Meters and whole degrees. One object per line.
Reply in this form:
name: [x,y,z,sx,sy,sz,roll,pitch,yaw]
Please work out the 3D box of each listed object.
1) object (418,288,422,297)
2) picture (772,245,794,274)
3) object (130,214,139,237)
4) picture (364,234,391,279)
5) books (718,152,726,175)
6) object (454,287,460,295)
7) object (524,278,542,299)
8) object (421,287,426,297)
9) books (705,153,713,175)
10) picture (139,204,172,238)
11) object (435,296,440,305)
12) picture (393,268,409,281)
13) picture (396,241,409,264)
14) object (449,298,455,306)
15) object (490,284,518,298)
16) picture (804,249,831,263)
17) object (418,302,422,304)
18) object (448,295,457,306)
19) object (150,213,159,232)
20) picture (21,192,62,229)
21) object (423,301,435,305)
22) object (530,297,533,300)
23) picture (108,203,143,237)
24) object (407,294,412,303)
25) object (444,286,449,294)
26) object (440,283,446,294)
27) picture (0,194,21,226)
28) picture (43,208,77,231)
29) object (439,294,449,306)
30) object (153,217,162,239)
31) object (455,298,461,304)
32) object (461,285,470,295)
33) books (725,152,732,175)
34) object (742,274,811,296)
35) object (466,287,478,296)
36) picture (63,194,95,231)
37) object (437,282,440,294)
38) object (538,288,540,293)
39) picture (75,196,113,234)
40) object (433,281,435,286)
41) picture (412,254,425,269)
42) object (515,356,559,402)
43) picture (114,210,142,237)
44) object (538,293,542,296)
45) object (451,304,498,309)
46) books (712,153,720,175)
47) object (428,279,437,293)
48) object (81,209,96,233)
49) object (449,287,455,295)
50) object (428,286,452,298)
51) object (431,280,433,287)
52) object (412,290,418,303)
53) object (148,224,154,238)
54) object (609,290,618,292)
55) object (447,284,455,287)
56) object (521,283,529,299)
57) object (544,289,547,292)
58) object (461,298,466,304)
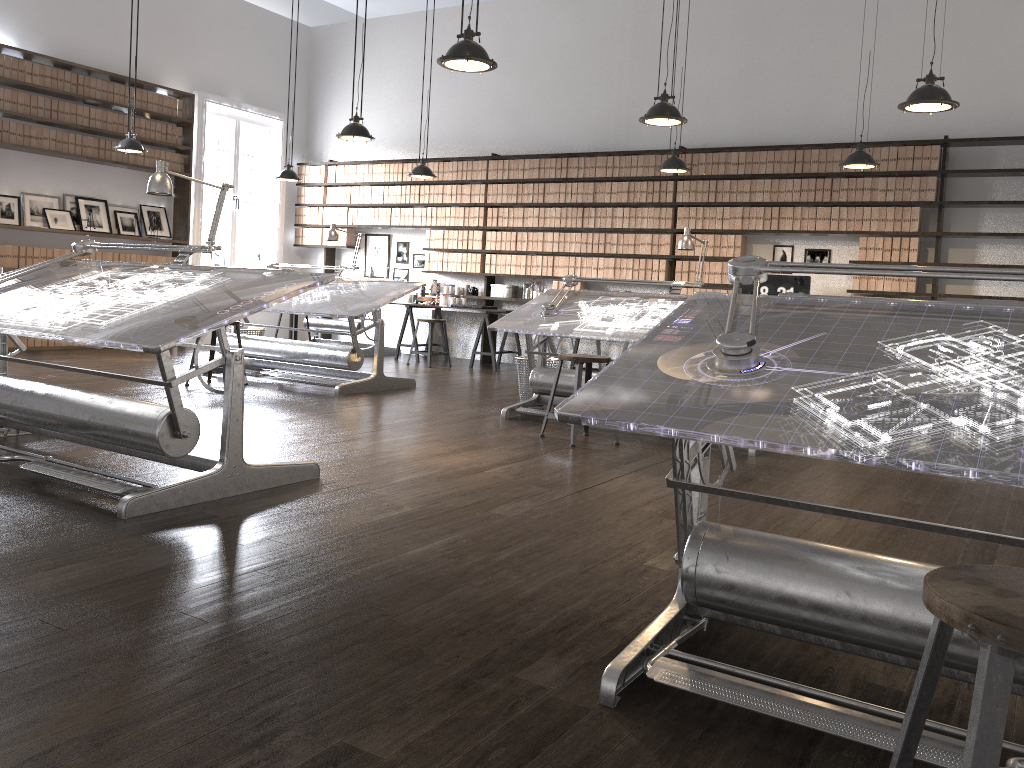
object: [-1.130,-1.092,10.717,0.069,0.237,0.068,5,4,28]
picture: [2.709,-1.246,8.857,0.202,0.284,0.022,6,4,31]
object: [-4.283,-1.798,10.063,0.040,0.259,0.124,5,4,31]
picture: [-1.766,-1.674,11.593,0.416,0.573,0.040,6,4,31]
books: [2.156,-2.220,8.979,0.067,0.225,0.175,5,5,31]
object: [-0.666,-1.128,10.737,0.062,0.094,0.062,4,4,17]
object: [0.236,-1.111,10.224,0.181,0.271,0.157,4,4,16]
object: [-1.085,-1.093,10.789,0.069,0.229,0.068,5,4,28]
books: [2.042,-2.235,9.056,0.067,0.225,0.174,5,5,31]
picture: [-4.204,-1.920,10.451,0.161,0.363,0.343,5,5,31]
object: [-0.886,-0.993,10.530,0.050,0.111,0.049,5,4,28]
picture: [-1.428,-1.398,11.401,0.251,0.183,0.023,6,4,31]
picture: [-1.402,-1.689,11.381,0.202,0.284,0.022,6,4,31]
object: [-0.708,-0.973,10.483,0.062,0.094,0.062,2,4,-18]
object: [-0.092,-1.090,10.415,0.317,0.152,0.193,7,6,31]
picture: [2.994,-1.232,8.681,0.251,0.183,0.023,6,4,31]
object: [-1.080,-0.954,10.463,0.011,0.017,0.172,1,6,-27]
object: [-0.711,-0.998,10.594,0.095,0.128,0.094,6,5,35]
object: [-4.157,-1.836,10.281,0.040,0.303,0.118,5,4,31]
picture: [-4.939,-1.810,9.314,0.083,0.364,0.416,5,5,31]
object: [-0.981,-0.954,10.413,0.132,0.050,0.198,0,7,-29]
object: [0.344,-0.869,9.790,0.204,0.160,0.284,6,6,31]
picture: [-4.432,-1.865,10.140,0.095,0.360,0.434,5,5,31]
object: [-1.237,-1.029,10.685,0.068,0.104,0.068,6,5,36]
object: [-0.797,-1.139,10.775,0.062,0.094,0.062,4,4,17]
object: [-0.851,-1.177,10.892,0.070,0.130,0.070,2,4,-21]
picture: [-5.142,-1.766,9.023,0.058,0.314,0.267,5,5,31]
picture: [-4.801,-1.741,9.404,0.145,0.228,0.300,6,5,31]
object: [-0.808,-1.002,10.528,0.105,0.141,0.104,5,4,24]
object: [-4.145,-1.822,10.356,0.040,0.261,0.110,5,4,31]
object: [-0.639,-0.969,10.491,0.062,0.093,0.063,3,4,-9]
object: [-0.563,-1.119,10.695,0.107,0.161,0.237,3,5,-3]
books: [2.216,-2.214,8.948,0.067,0.225,0.175,5,5,31]
object: [2.526,-0.785,8.484,0.644,0.516,0.204,6,4,31]
object: [-0.486,-1.113,10.612,0.171,0.108,0.091,6,5,31]
picture: [-4.716,-1.856,9.681,0.091,0.405,0.370,5,5,31]
object: [-0.912,-1.185,10.927,0.050,0.139,0.051,5,4,29]
object: [0.316,-1.030,10.112,0.041,0.124,0.008,4,3,20]
picture: [-4.606,-1.851,9.761,0.149,0.390,0.374,5,5,31]
object: [-0.957,-1.140,10.625,0.055,0.192,0.006,5,4,30]
picture: [-1.155,-1.557,11.230,0.251,0.183,0.023,6,4,31]
object: [0.186,-0.014,6.865,0.353,0.377,0.354,0,6,-37]
picture: [-4.393,-1.827,10.131,0.127,0.289,0.290,5,5,31]
object: [0.368,-1.003,10.144,0.181,0.093,0.062,-2,7,-45]
object: [-0.428,-0.873,10.017,0.446,0.033,0.312,7,7,31]
books: [2.102,-2.228,9.019,0.067,0.225,0.175,5,5,31]
object: [-0.977,-1.201,10.882,0.107,0.176,0.108,6,5,33]
object: [-4.575,-1.763,9.564,0.040,0.259,0.174,5,4,31]
object: [-0.731,-1.132,10.751,0.062,0.093,0.063,4,4,17]
object: [-0.860,-1.113,10.711,0.345,0.145,0.077,-1,5,-36]
object: [-0.968,-1.145,10.614,0.007,0.213,0.055,2,3,-23]
object: [-1.167,-1.084,10.656,0.069,0.229,0.068,5,4,28]
object: [-4.162,-1.760,10.215,0.040,0.165,0.066,5,4,31]
object: [1.107,-0.944,9.688,0.095,0.161,0.094,5,4,27]
object: [-0.749,-1.160,10.876,0.094,0.128,0.095,1,5,-28]
object: [0.153,-1.083,10.367,0.079,0.188,0.079,4,4,10]
object: [0.409,-1.009,10.073,0.095,0.128,0.094,6,5,38]
object: [-0.574,-0.968,10.508,0.062,0.094,0.062,3,4,-9]
